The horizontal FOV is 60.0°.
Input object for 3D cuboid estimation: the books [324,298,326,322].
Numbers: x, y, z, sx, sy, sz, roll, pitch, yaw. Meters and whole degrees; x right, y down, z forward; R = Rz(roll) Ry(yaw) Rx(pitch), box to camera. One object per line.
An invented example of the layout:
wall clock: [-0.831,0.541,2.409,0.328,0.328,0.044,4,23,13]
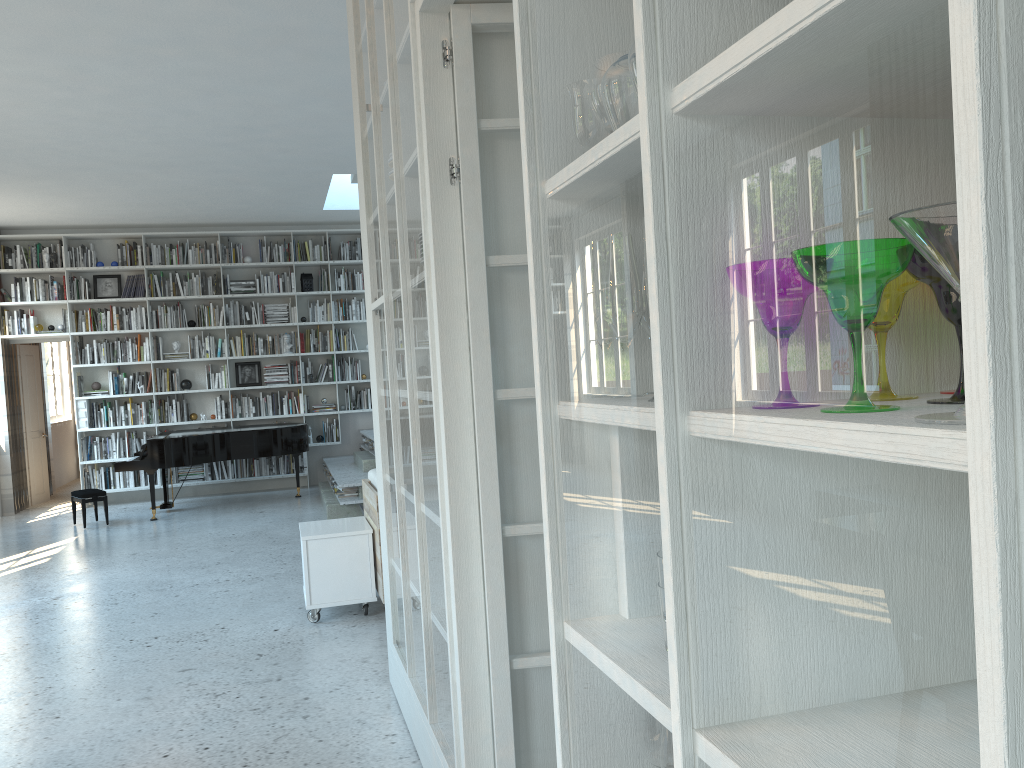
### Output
books: [-2.314,-0.907,10.981,0.028,0.293,0.154,-4,2,-15]

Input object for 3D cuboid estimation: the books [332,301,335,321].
books: [-2.219,-0.892,10.996,0.028,0.251,0.190,-4,2,-15]

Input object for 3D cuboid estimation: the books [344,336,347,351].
books: [-2.077,-0.502,11.024,0.017,0.192,0.191,-4,2,-15]

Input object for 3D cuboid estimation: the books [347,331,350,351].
books: [-2.043,-0.531,11.064,0.017,0.243,0.132,-4,2,-15]

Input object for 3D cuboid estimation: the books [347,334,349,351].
books: [-2.050,-0.514,11.050,0.007,0.212,0.158,-4,2,-15]

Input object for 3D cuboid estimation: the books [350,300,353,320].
books: [-2.006,-0.909,11.068,0.011,0.257,0.131,-4,2,-15]

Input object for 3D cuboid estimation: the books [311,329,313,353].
books: [-2.464,-0.529,10.940,0.019,0.294,0.163,-4,2,-15]

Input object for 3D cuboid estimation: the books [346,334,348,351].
books: [-2.062,-0.512,11.055,0.014,0.209,0.156,-4,2,-15]

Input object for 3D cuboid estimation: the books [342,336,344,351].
books: [-2.112,-0.501,11.041,0.014,0.192,0.147,-4,2,-15]

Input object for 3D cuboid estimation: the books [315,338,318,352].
books: [-2.424,-0.475,10.978,0.030,0.181,0.131,-4,2,-15]

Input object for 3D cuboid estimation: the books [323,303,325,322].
books: [-2.328,-0.876,10.976,0.024,0.234,0.149,-4,2,-15]

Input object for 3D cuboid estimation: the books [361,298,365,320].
books: [-1.861,-0.926,11.087,0.024,0.272,0.169,-4,2,-15]

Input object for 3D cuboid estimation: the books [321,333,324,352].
books: [-2.344,-0.510,10.955,0.027,0.242,0.188,-4,2,-15]

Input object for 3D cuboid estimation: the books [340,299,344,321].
books: [-2.119,-0.916,11.055,0.014,0.284,0.135,-4,2,-15]

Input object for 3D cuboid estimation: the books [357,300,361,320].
books: [-1.911,-0.918,11.100,0.024,0.262,0.133,-4,2,-15]

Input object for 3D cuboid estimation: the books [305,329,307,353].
books: [-2.537,-0.523,10.922,0.035,0.293,0.145,-4,2,-15]

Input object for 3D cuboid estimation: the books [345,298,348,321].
books: [-2.058,-0.917,11.032,0.014,0.280,0.177,-4,2,-15]

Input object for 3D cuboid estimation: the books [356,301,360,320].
books: [-1.929,-0.908,11.075,0.025,0.245,0.183,-4,2,-15]

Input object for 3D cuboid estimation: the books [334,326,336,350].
books: [-2.199,-0.558,11.005,0.006,0.319,0.164,-4,2,-15]

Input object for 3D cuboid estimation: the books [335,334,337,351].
books: [-2.189,-0.510,11.022,0.015,0.220,0.155,-4,2,-15]

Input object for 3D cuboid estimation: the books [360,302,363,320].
books: [-1.885,-0.904,11.093,0.021,0.232,0.183,-4,2,-15]

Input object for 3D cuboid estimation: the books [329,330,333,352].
books: [-2.246,-0.530,11.017,0.033,0.269,0.141,-4,2,-15]

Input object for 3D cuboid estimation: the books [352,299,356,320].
books: [-1.979,-0.913,11.050,0.030,0.263,0.182,-4,2,-15]

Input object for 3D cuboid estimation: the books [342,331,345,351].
books: [-2.102,-0.533,11.049,0.013,0.256,0.144,-4,2,-15]

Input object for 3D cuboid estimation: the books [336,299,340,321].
books: [-2.163,-0.910,11.031,0.014,0.278,0.154,-4,2,-15]

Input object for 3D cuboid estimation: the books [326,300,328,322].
books: [-2.298,-0.900,10.983,0.025,0.277,0.173,-4,2,-15]

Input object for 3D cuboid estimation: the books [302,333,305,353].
books: [-2.571,-0.499,10.941,0.013,0.247,0.176,-4,2,-15]

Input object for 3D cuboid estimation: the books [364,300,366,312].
books: [-1.829,-0.919,11.120,0.034,0.254,0.161,-4,2,-15]

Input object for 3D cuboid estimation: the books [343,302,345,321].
books: [-2.100,-0.893,11.040,0.013,0.236,0.157,-4,2,-15]

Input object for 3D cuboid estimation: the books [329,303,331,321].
books: [-2.262,-0.882,10.992,0.026,0.238,0.173,-4,2,-15]

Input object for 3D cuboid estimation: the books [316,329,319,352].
books: [-2.398,-0.532,10.943,0.019,0.293,0.182,-4,2,-15]

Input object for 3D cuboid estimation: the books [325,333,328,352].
books: [-2.303,-0.512,10.995,0.028,0.239,0.145,-4,2,-15]

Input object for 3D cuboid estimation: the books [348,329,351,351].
books: [-2.030,-0.545,11.058,0.006,0.270,0.178,-4,2,-15]

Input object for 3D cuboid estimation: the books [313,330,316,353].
books: [-2.451,-0.522,10.967,0.035,0.278,0.139,-4,2,-15]

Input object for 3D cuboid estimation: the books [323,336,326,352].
books: [-2.321,-0.492,10.970,0.034,0.204,0.181,-4,2,-15]

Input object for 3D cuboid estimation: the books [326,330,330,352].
books: [-2.279,-0.527,10.996,0.032,0.266,0.143,-4,2,-15]

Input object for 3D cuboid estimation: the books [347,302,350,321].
books: [-2.041,-0.897,11.044,0.022,0.237,0.164,-4,2,-15]

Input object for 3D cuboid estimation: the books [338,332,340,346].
books: [-2.152,-0.524,11.042,0.007,0.244,0.145,-4,2,-15]

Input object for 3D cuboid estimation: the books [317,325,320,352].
books: [-2.392,-0.555,10.964,0.021,0.338,0.169,-4,2,-15]

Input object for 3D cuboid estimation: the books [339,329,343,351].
books: [-2.121,-0.543,11.014,0.013,0.279,0.191,-4,2,-15]

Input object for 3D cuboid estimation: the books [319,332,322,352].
books: [-2.373,-0.514,10.973,0.033,0.253,0.174,-4,2,-15]

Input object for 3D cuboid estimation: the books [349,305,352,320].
books: [-2.020,-0.877,11.059,0.025,0.194,0.171,-4,2,-15]

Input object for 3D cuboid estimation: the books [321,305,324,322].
books: [-2.344,-0.863,10.965,0.029,0.211,0.157,-4,2,-15]

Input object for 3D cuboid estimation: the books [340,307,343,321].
books: [-2.129,-0.862,11.036,0.021,0.179,0.136,-4,2,-15]

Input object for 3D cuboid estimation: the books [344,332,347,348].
books: [-2.073,-0.528,11.052,0.008,0.242,0.169,-4,2,-15]

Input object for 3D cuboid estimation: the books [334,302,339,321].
books: [-2.184,-0.890,11.030,0.030,0.242,0.138,-4,2,-15]

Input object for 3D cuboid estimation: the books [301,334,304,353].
books: [-2.583,-0.497,10.926,0.014,0.244,0.145,-4,2,-15]

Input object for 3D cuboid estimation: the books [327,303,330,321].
books: [-2.276,-0.877,10.973,0.028,0.230,0.176,-4,2,-15]

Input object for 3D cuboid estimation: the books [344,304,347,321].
books: [-2.081,-0.884,11.047,0.026,0.216,0.161,-4,2,-15]

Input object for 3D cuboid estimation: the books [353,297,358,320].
books: [-1.959,-0.931,11.082,0.027,0.295,0.159,-4,2,-15]

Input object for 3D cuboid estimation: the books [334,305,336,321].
books: [-2.205,-0.873,11.029,0.013,0.210,0.140,-4,2,-15]

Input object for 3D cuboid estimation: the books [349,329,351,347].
books: [-2.026,-0.547,11.065,0.006,0.274,0.167,-4,2,-15]

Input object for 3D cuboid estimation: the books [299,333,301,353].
books: [-2.614,-0.499,10.917,0.014,0.254,0.161,-4,2,-15]

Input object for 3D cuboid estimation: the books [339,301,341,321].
books: [-2.144,-0.895,11.019,0.014,0.248,0.176,-4,2,-15]

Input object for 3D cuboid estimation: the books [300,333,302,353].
books: [-2.600,-0.501,10.922,0.015,0.255,0.150,-4,2,-15]

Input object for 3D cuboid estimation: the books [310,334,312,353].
books: [-2.480,-0.497,10.939,0.015,0.232,0.180,-4,2,-15]

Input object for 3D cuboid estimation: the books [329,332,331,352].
books: [-2.264,-0.519,11.015,0.019,0.248,0.149,-4,2,-15]

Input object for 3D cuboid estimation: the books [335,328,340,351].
books: [-2.169,-0.545,11.017,0.035,0.288,0.191,-4,2,-15]
